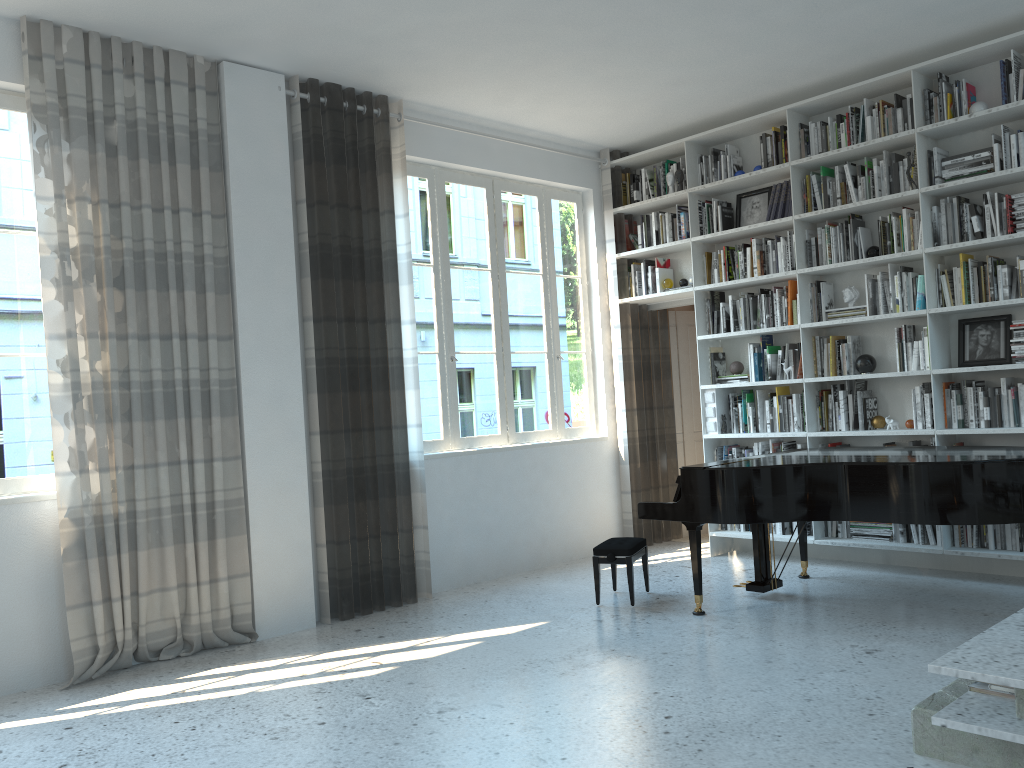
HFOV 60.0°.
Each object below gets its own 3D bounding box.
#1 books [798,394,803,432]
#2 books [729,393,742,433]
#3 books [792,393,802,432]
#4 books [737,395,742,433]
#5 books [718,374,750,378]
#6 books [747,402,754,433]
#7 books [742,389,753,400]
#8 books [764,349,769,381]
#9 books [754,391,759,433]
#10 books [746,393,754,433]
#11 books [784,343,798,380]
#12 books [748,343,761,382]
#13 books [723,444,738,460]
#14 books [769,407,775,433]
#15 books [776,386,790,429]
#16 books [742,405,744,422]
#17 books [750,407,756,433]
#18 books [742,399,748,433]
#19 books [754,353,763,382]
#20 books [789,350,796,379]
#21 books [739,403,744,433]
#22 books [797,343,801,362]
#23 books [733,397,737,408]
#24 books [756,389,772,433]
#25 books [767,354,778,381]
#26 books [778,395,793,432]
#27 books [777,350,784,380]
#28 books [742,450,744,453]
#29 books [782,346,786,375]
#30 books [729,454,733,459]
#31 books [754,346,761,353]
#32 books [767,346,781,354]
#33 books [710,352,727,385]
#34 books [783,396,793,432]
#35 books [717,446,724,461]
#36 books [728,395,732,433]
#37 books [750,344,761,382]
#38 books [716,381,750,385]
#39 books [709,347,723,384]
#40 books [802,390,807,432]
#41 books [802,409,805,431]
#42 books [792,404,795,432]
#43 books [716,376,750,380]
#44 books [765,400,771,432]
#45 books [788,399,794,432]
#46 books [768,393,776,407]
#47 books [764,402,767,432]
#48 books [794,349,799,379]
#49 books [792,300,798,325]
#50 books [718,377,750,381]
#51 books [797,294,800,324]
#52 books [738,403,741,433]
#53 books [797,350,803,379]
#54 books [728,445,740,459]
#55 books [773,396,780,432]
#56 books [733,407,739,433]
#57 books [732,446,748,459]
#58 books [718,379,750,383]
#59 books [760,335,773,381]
[{"bbox_3d":[2.057,0.200,6.216,0.142,0.260,0.013,-3,-1,-43],"label":"books"},{"bbox_3d":[1.684,0.215,6.611,0.171,0.294,0.014,-3,-1,-43],"label":"books"},{"bbox_3d":[2.031,0.199,6.216,0.185,0.265,0.021,-3,-1,-43],"label":"books"},{"bbox_3d":[1.720,0.219,6.563,0.164,0.279,0.008,-3,-1,-43],"label":"books"},{"bbox_3d":[1.687,-0.060,6.602,0.161,0.012,0.254,-2,-2,-42],"label":"books"},{"bbox_3d":[1.786,0.243,6.483,0.190,0.219,0.015,-3,-1,-43],"label":"books"},{"bbox_3d":[1.746,0.199,6.538,0.145,0.315,0.006,-3,-1,-43],"label":"books"},{"bbox_3d":[1.874,-0.137,6.409,0.148,0.231,0.030,-3,-1,-43],"label":"books"},{"bbox_3d":[1.820,0.199,6.438,0.180,0.300,0.019,-3,-1,-43],"label":"books"},{"bbox_3d":[1.772,0.210,6.487,0.182,0.286,0.007,-3,-1,-43],"label":"books"},{"bbox_3d":[1.980,-0.159,6.267,0.158,0.255,0.060,-3,-1,-43],"label":"books"},{"bbox_3d":[1.781,-0.156,6.483,0.159,0.285,0.012,-3,-1,-43],"label":"books"},{"bbox_3d":[1.636,0.598,6.664,0.172,0.283,0.052,-3,-1,-43],"label":"books"},{"bbox_3d":[1.909,0.251,6.350,0.190,0.181,0.029,-2,-1,-43],"label":"books"},{"bbox_3d":[1.943,0.178,6.321,0.171,0.323,0.021,-3,-1,-43],"label":"books"},{"bbox_3d":[1.753,0.234,6.529,0.171,0.243,0.014,-3,-1,-43],"label":"books"},{"bbox_3d":[1.794,0.257,6.468,0.183,0.189,0.016,-3,-1,-43],"label":"books"},{"bbox_3d":[1.751,0.233,6.511,0.184,0.244,0.009,-3,-1,-43],"label":"books"},{"bbox_3d":[1.818,-0.122,6.412,0.189,0.208,0.029,-3,-1,-43],"label":"books"},{"bbox_3d":[2.007,-0.137,6.228,0.172,0.207,0.030,-3,-1,-43],"label":"books"},{"bbox_3d":[1.735,0.249,6.539,0.180,0.217,0.015,-3,-1,-43],"label":"books"},{"bbox_3d":[2.051,-0.163,6.199,0.154,0.251,0.021,-3,-1,-43],"label":"books"},{"bbox_3d":[1.700,0.228,6.579,0.176,0.264,0.007,-3,-1,-43],"label":"books"},{"bbox_3d":[1.839,0.195,6.435,0.189,0.306,0.012,-3,-1,-43],"label":"books"},{"bbox_3d":[1.891,-0.119,6.337,0.189,0.190,0.029,-2,-1,-43],"label":"books"},{"bbox_3d":[1.956,0.208,6.297,0.181,0.260,0.028,-3,-1,-43],"label":"books"},{"bbox_3d":[1.944,-0.134,6.329,0.142,0.214,0.056,-3,-1,-43],"label":"books"},{"bbox_3d":[1.760,0.606,6.576,0.133,0.248,0.022,-3,-1,-43],"label":"books"},{"bbox_3d":[1.966,-0.150,6.303,0.141,0.242,0.013,-3,-1,-43],"label":"books"},{"bbox_3d":[1.685,0.625,6.610,0.187,0.220,0.022,-3,-1,-43],"label":"books"},{"bbox_3d":[1.818,-0.144,6.454,0.143,0.255,0.031,-3,-1,-43],"label":"books"},{"bbox_3d":[1.885,-0.148,6.361,0.172,0.250,0.011,-3,-1,-43],"label":"books"},{"bbox_3d":[1.566,-0.117,6.718,0.156,0.243,0.028,-3,-1,-43],"label":"books"},{"bbox_3d":[1.978,0.212,6.280,0.159,0.249,0.028,-3,-1,-43],"label":"books"},{"bbox_3d":[1.608,0.603,6.681,0.189,0.277,0.011,-3,-1,-43],"label":"books"},{"bbox_3d":[1.672,0.221,6.637,0.159,0.285,0.008,-3,-1,-43],"label":"books"},{"bbox_3d":[1.793,-0.151,6.469,0.150,0.273,0.024,-3,-1,-43],"label":"books"},{"bbox_3d":[1.687,-0.011,6.599,0.159,0.012,0.285,-2,-2,-40],"label":"books"},{"bbox_3d":[1.559,-0.137,6.740,0.159,0.285,0.012,-3,-1,-43],"label":"books"},{"bbox_3d":[2.079,0.184,6.163,0.179,0.286,0.014,-3,-1,-43],"label":"books"},{"bbox_3d":[2.077,0.238,6.196,0.141,0.181,0.041,-3,-1,-43],"label":"books"},{"bbox_3d":[2.027,0.236,6.254,0.140,0.194,0.023,-3,-1,-43],"label":"books"},{"bbox_3d":[1.683,-0.048,6.597,0.159,0.012,0.285,-2,-2,-39],"label":"books"},{"bbox_3d":[1.886,0.229,6.388,0.159,0.230,0.027,-3,-1,-43],"label":"books"},{"bbox_3d":[2.008,0.220,6.270,0.153,0.229,0.025,-3,-1,-43],"label":"books"},{"bbox_3d":[1.897,0.202,6.373,0.150,0.282,0.014,-3,-1,-43],"label":"books"},{"bbox_3d":[1.874,0.231,6.426,0.138,0.230,0.045,-3,-1,-43],"label":"books"},{"bbox_3d":[2.034,-0.140,6.214,0.143,0.209,0.027,-3,-1,-43],"label":"books"},{"bbox_3d":[2.021,-0.494,6.216,0.151,0.183,0.030,-3,-1,-43],"label":"books"},{"bbox_3d":[1.685,-0.036,6.599,0.254,0.012,0.161,-5,-2,44],"label":"books"},{"bbox_3d":[2.041,-0.516,6.195,0.144,0.223,0.031,-3,-1,-43],"label":"books"},{"bbox_3d":[1.734,0.248,6.559,0.176,0.218,0.015,-3,-1,-43],"label":"books"},{"bbox_3d":[2.056,-0.177,6.134,0.228,0.276,0.082,-3,-1,-43],"label":"books"},{"bbox_3d":[1.672,0.601,6.655,0.150,0.273,0.010,-3,-1,-43],"label":"books"},{"bbox_3d":[1.933,0.213,6.338,0.176,0.254,0.026,-3,-1,-43],"label":"books"},{"bbox_3d":[1.699,0.265,6.558,0.193,0.189,0.019,-2,-1,-43],"label":"books"},{"bbox_3d":[1.706,0.601,6.596,0.171,0.266,0.029,-3,-1,-43],"label":"books"},{"bbox_3d":[1.689,-0.023,6.602,0.161,0.012,0.254,-2,-2,-42],"label":"books"},{"bbox_3d":[1.853,-0.188,6.421,0.153,0.336,0.011,-3,-1,-43],"label":"books"}]
